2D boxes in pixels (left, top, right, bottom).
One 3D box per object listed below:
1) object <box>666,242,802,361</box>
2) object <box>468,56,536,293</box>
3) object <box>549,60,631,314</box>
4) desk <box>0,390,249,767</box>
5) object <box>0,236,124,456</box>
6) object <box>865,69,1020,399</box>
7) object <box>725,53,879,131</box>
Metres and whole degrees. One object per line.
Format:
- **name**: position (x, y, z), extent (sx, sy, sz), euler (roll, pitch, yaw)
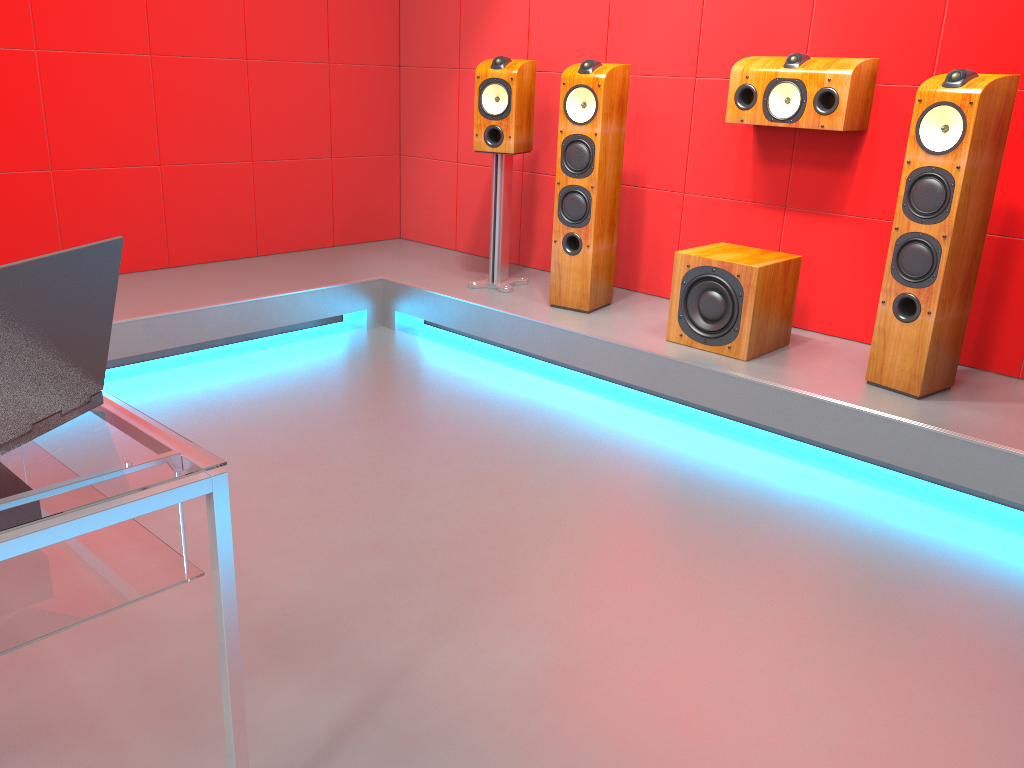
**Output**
- **object**: position (0.869, -0.335, 3.495), extent (0.360, 0.360, 0.360), euler (19, 25, 40)
- **object**: position (-0.046, -0.986, 4.194), extent (0.231, 1.058, 0.265), euler (10, 21, 21)
- **object**: position (0.331, -0.853, 3.866), extent (0.203, 1.052, 0.238), euler (14, 22, 30)
- **desk**: position (-1.192, 0.294, 1.698), extent (1.617, 0.690, 0.594), euler (19, 25, 40)
- **object**: position (-0.795, -0.054, 1.263), extent (0.340, 0.285, 0.342), euler (7, 20, 12)
- **object**: position (1.415, -0.489, 2.949), extent (0.238, 1.052, 0.203), euler (-12, 24, -35)
- **object**: position (1.122, -1.146, 3.463), extent (0.493, 0.271, 0.235), euler (19, 25, 40)
